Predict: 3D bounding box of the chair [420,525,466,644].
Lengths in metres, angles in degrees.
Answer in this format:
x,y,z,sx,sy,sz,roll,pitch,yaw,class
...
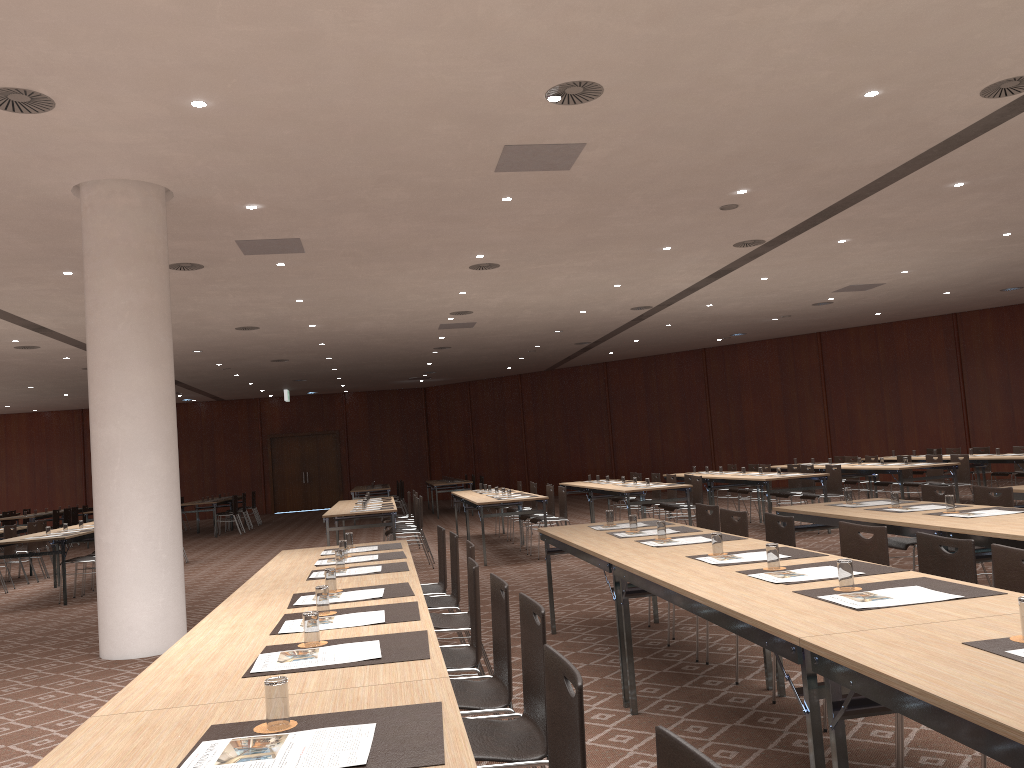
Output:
x,y,z,sx,sy,sz,roll,pitch,yaw,class
-0.659,1.539,6.517,0.613,0.939,0.536,-4,-4,-10,chair

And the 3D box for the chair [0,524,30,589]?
x,y,z,sx,sy,sz,roll,pitch,yaw,class
-7.707,2.604,13.346,0.613,0.939,0.536,-4,-4,-8,chair

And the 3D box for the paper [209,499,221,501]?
x,y,z,sx,sy,sz,roll,pitch,yaw,class
-7.542,2.934,22.438,0.398,0.006,0.284,-4,-5,-8,paper

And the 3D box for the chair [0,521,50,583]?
x,y,z,sx,sy,sz,roll,pitch,yaw,class
-7.727,2.656,13.993,0.613,0.939,0.536,-4,-4,-10,chair

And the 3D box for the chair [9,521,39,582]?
x,y,z,sx,sy,sz,roll,pitch,yaw,class
-7.729,2.657,14.005,0.613,0.939,0.536,-4,-4,-11,chair

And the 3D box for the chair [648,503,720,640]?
x,y,z,sx,sy,sz,roll,pitch,yaw,class
1.389,1.410,6.832,0.613,0.939,0.536,-3,-4,-11,chair

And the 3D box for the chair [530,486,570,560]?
x,y,z,sx,sy,sz,roll,pitch,yaw,class
0.568,1.895,12.225,0.613,0.939,0.536,-4,-4,-11,chair

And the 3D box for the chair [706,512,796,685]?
x,y,z,sx,sy,sz,roll,pitch,yaw,class
1.546,1.295,5.514,0.613,0.939,0.536,-4,-4,-7,chair

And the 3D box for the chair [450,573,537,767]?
x,y,z,sx,sy,sz,roll,pitch,yaw,class
-0.184,1.271,3.547,0.613,0.939,0.536,-4,-4,-9,chair

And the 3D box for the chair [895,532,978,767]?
x,y,z,sx,sy,sz,roll,pitch,yaw,class
1.784,1.149,3.880,0.613,0.939,0.536,-4,-4,-6,chair

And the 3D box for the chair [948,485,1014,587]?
x,y,z,sx,sy,sz,roll,pitch,yaw,class
3.420,1.231,6.497,0.613,0.939,0.536,-4,-4,-8,chair

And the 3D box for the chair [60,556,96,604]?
x,y,z,sx,sy,sz,roll,pitch,yaw,class
-5.401,2.275,11.360,0.613,0.939,0.536,-4,-4,-7,chair

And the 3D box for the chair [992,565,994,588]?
x,y,z,sx,sy,sz,roll,pitch,yaw,class
3.556,1.167,5.807,0.613,0.939,0.536,-3,-4,-11,chair

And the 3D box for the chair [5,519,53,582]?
x,y,z,sx,sy,sz,roll,pitch,yaw,class
-7.877,2.708,14.511,0.613,0.939,0.536,-4,-4,-9,chair

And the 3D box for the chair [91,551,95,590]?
x,y,z,sx,sy,sz,roll,pitch,yaw,class
-5.634,2.395,12.664,0.613,0.939,0.536,-4,-4,-11,chair

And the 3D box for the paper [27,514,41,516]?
x,y,z,sx,sy,sz,roll,pitch,yaw,class
-11.403,3.126,21.188,0.398,0.006,0.284,-4,-5,-10,paper

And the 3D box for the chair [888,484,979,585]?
x,y,z,sx,sy,sz,roll,pitch,yaw,class
3.292,1.287,7.080,0.613,0.939,0.536,-4,-4,-8,chair

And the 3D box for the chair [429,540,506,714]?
x,y,z,sx,sy,sz,roll,pitch,yaw,class
-0.383,1.412,5.155,0.613,0.939,0.536,-4,-4,-6,chair

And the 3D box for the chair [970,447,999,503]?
x,y,z,sx,sy,sz,roll,pitch,yaw,class
8.194,1.592,15.674,0.613,0.939,0.536,-4,-4,-10,chair

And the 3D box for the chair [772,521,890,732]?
x,y,z,sx,sy,sz,roll,pitch,yaw,class
1.714,1.211,4.603,0.613,0.939,0.536,-4,-4,-11,chair

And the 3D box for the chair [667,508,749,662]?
x,y,z,sx,sy,sz,roll,pitch,yaw,class
1.415,1.353,6.121,0.613,0.939,0.536,-4,-4,-11,chair

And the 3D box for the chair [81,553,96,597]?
x,y,z,sx,sy,sz,roll,pitch,yaw,class
-5.409,2.320,11.929,0.613,0.939,0.536,-4,-4,-10,chair

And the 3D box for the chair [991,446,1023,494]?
x,y,z,sx,sy,sz,roll,pitch,yaw,class
8.338,1.504,14.685,0.613,0.939,0.536,-4,-4,-6,chair

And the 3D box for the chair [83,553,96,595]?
x,y,z,sx,sy,sz,roll,pitch,yaw,class
-5.426,2.331,12.042,0.613,0.939,0.536,-4,-4,-7,chair

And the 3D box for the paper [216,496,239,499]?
x,y,z,sx,sy,sz,roll,pitch,yaw,class
-7.711,3.080,24.086,0.565,0.003,0.460,-4,-5,-8,paper

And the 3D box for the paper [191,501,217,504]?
x,y,z,sx,sy,sz,roll,pitch,yaw,class
-7.331,2.824,21.187,0.565,0.003,0.461,-3,-5,-11,paper

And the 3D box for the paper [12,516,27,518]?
x,y,z,sx,sy,sz,roll,pitch,yaw,class
-11.317,3.068,20.526,0.398,0.006,0.284,-4,-5,-8,paper

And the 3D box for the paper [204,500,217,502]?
x,y,z,sx,sy,sz,roll,pitch,yaw,class
-7.469,2.878,21.791,0.398,0.006,0.284,-4,-5,-8,paper

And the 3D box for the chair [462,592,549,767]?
x,y,z,sx,sy,sz,roll,pitch,yaw,class
-0.063,1.216,2.957,0.613,0.939,0.536,-4,-4,-9,chair

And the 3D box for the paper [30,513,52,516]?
x,y,z,sx,sy,sz,roll,pitch,yaw,class
-11.351,3.131,21.246,0.565,0.003,0.460,-4,-5,-8,paper

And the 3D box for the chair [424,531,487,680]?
x,y,z,sx,sy,sz,roll,pitch,yaw,class
-0.526,1.480,5.891,0.613,0.939,0.536,-4,-4,-9,chair

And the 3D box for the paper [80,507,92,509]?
x,y,z,sx,sy,sz,roll,pitch,yaw,class
-11.778,3.389,24.128,0.565,0.003,0.460,-4,-5,-9,paper

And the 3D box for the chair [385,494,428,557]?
x,y,z,sx,sy,sz,roll,pitch,yaw,class
-1.599,2.138,13.255,0.613,0.939,0.536,-4,-4,-8,chair

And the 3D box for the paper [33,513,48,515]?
x,y,z,sx,sy,sz,roll,pitch,yaw,class
-11.447,3.190,21.909,0.565,0.003,0.460,-4,-4,-6,paper

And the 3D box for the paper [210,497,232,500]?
x,y,z,sx,sy,sz,roll,pitch,yaw,class
-7.664,3.027,23.459,0.565,0.003,0.460,-4,-5,-9,paper

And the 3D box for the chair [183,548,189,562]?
x,y,z,sx,sy,sz,roll,pitch,yaw,class
-5.848,2.589,14.939,0.613,0.939,0.536,-4,-4,-7,chair

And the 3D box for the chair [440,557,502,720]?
x,y,z,sx,sy,sz,roll,pitch,yaw,class
-0.325,1.334,4.220,0.613,0.939,0.536,-4,-4,-6,chair

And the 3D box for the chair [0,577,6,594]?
x,y,z,sx,sy,sz,roll,pitch,yaw,class
-7.485,2.508,12.331,0.613,0.939,0.536,-4,-4,-8,chair

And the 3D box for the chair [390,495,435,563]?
x,y,z,sx,sy,sz,roll,pitch,yaw,class
-1.441,2.074,12.591,0.613,0.939,0.536,-4,-4,-7,chair

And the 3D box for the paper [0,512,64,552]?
x,y,z,sx,sy,sz,roll,pitch,yaw,class
-11.469,3.556,21.198,0.953,0.832,2.269,-4,-4,-9,paper

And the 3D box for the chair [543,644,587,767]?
x,y,z,sx,sy,sz,roll,pitch,yaw,class
-0.011,1.142,2.066,0.613,0.939,0.536,-4,-4,-8,chair

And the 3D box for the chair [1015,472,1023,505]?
x,y,z,sx,sy,sz,roll,pitch,yaw,class
8.373,1.449,14.026,0.613,0.939,0.536,-4,-4,-7,chair

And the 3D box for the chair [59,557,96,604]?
x,y,z,sx,sy,sz,roll,pitch,yaw,class
-5.398,2.274,11.341,0.613,0.939,0.536,-4,-4,-8,chair

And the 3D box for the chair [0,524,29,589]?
x,y,z,sx,sy,sz,roll,pitch,yaw,class
-7.704,2.602,13.322,0.613,0.939,0.536,-4,-4,-9,chair

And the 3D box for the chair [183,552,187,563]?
x,y,z,sx,sy,sz,roll,pitch,yaw,class
-5.832,2.580,14.832,0.613,0.939,0.536,-4,-4,-7,chair

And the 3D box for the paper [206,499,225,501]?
x,y,z,sx,sy,sz,roll,pitch,yaw,class
-7.506,2.940,22.500,0.565,0.003,0.460,-4,-5,-8,paper

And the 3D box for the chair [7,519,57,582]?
x,y,z,sx,sy,sz,roll,pitch,yaw,class
-7.888,2.715,14.583,0.613,0.939,0.536,-4,-4,-11,chair

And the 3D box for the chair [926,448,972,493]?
x,y,z,sx,sy,sz,roll,pitch,yaw,class
8.001,1.654,16.284,0.613,0.939,0.536,-4,-4,-8,chair

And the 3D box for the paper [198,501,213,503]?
x,y,z,sx,sy,sz,roll,pitch,yaw,class
-7.361,2.820,21.151,0.398,0.006,0.284,-4,-5,-9,paper

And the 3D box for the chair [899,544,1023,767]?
x,y,z,sx,sy,sz,roll,pitch,yaw,class
1.826,1.101,3.305,0.613,0.939,0.536,-4,-4,-6,chair

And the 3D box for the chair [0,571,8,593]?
x,y,z,sx,sy,sz,roll,pitch,yaw,class
-7.494,2.514,12.397,0.613,0.939,0.536,-4,-4,-8,chair

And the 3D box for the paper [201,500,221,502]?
x,y,z,sx,sy,sz,roll,pitch,yaw,class
-7.406,2.883,21.862,0.565,0.003,0.461,-4,-5,-10,paper

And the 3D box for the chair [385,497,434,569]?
x,y,z,sx,sy,sz,roll,pitch,yaw,class
-1.415,2.025,11.988,0.613,0.939,0.536,-3,-4,-11,chair

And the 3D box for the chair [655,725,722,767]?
x,y,z,sx,sy,sz,roll,pitch,yaw,class
0.175,1.069,1.322,0.613,0.939,0.536,-4,-4,-11,chair
